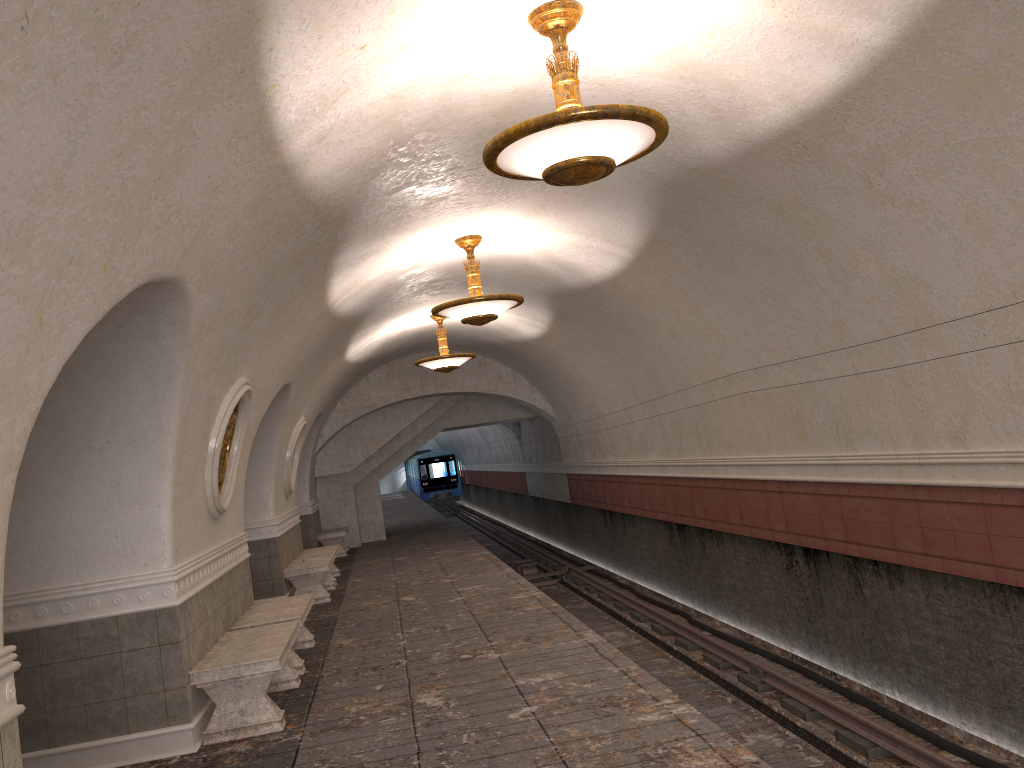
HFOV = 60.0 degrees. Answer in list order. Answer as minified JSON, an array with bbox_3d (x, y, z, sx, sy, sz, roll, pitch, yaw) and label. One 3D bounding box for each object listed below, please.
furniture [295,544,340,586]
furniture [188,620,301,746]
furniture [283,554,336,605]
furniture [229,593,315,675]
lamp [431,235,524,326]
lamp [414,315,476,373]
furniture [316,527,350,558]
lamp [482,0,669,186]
[{"bbox_3d":[-3.103,2.954,14.332,0.613,0.508,1.509,-7,-4,-9],"label":"furniture"},{"bbox_3d":[-1.981,2.246,6.804,0.613,0.508,1.509,-7,-4,-9],"label":"furniture"},{"bbox_3d":[-2.857,2.799,12.676,0.613,0.508,1.509,-7,-4,-9],"label":"furniture"},{"bbox_3d":[-2.228,2.402,8.460,0.613,0.508,1.509,-7,-4,-9],"label":"furniture"},{"bbox_3d":[-0.405,-1.094,9.556,1.008,0.955,1.008,-9,-4,7],"label":"lamp"},{"bbox_3d":[-1.114,-0.647,14.313,1.008,0.955,1.008,-11,-5,37],"label":"lamp"},{"bbox_3d":[-3.782,3.383,18.882,0.613,0.508,1.509,-7,-4,-9],"label":"furniture"},{"bbox_3d":[0.303,-1.541,4.802,1.008,0.955,1.008,-9,-4,7],"label":"lamp"}]
